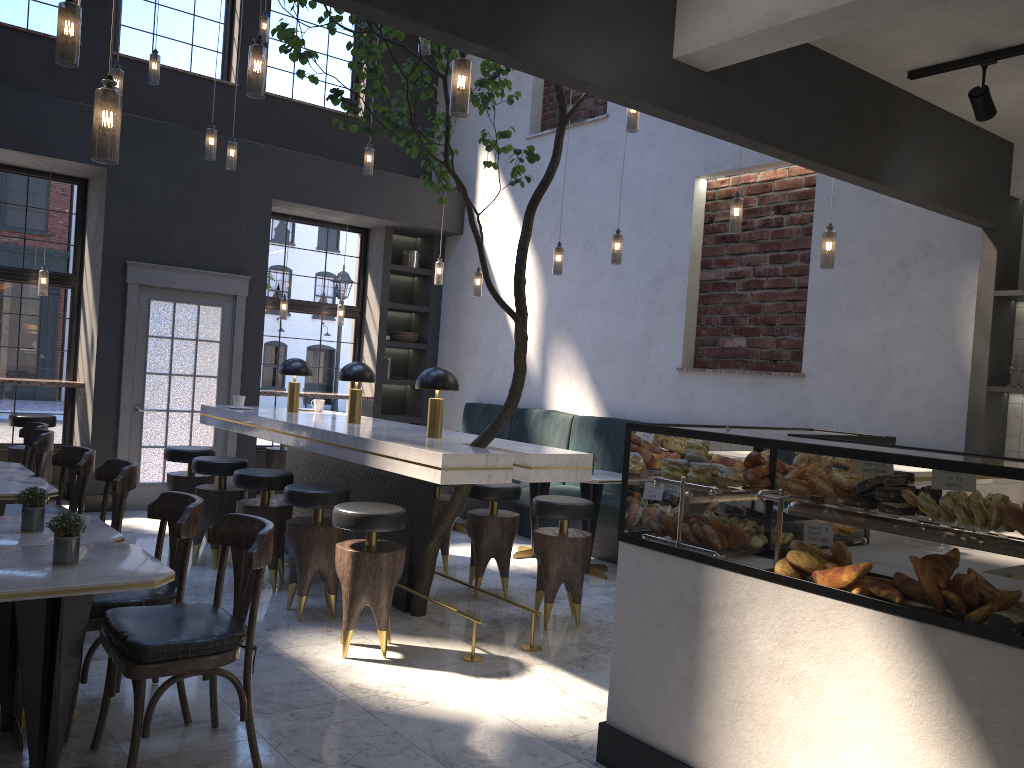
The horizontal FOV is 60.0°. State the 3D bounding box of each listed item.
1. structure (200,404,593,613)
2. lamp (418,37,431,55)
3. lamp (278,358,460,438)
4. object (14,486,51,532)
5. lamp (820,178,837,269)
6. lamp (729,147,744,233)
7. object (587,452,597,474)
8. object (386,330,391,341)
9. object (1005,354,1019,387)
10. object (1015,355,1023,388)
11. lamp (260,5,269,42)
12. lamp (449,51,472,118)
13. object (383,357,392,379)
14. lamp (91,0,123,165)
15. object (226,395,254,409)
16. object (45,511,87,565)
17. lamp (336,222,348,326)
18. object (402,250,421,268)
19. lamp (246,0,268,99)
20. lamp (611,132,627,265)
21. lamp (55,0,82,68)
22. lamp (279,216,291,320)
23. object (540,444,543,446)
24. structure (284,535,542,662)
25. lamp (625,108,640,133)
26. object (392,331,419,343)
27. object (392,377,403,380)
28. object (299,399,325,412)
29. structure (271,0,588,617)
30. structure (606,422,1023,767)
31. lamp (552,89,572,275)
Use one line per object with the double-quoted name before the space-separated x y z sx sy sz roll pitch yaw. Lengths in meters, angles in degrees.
"structure" -1.044 0.796 5.946 0.990 1.050 3.488 3 1 -38
"lamp" -0.406 -4.123 5.525 0.078 4.106 0.078 5 1 37
"lamp" 0.772 -1.208 2.703 8.832 3.257 4.183 4 1 35
"object" -1.774 0.459 3.284 0.122 0.165 0.118 4 1 30
"lamp" 2.011 -2.732 5.221 0.078 4.106 0.078 5 1 37
"lamp" 1.603 -3.042 5.769 0.078 4.106 0.078 5 1 37
"object" 0.580 0.595 6.678 0.122 0.165 0.118 4 1 30
"object" -1.436 -0.549 10.058 0.117 0.119 0.116 4 1 29
"object" 2.877 -0.078 5.106 0.070 0.188 0.070 5 1 44
"object" 2.963 -0.073 5.173 0.070 0.188 0.070 5 1 44
"lamp" -2.140 -5.201 8.113 0.078 4.106 0.078 5 1 37
"lamp" -0.069 -3.126 3.521 0.078 4.106 0.078 4 1 -8
"object" -1.415 -0.183 10.043 0.098 0.248 0.098 4 1 2
"lamp" -1.129 -2.742 2.732 0.078 4.106 0.078 5 1 37
"object" -2.088 0.140 6.807 0.176 0.098 0.204 4 1 -33
"object" -1.419 0.488 2.825 0.122 0.165 0.118 4 1 30
"lamp" -1.834 -1.356 9.698 0.078 1.429 0.078 4 1 -8
"object" -1.161 -1.432 10.254 0.214 0.215 0.213 4 1 -28
"lamp" -0.993 -3.321 3.890 0.078 4.106 0.078 4 1 -8
"lamp" 0.925 -2.951 6.637 0.078 4.106 0.078 4 1 15
"lamp" -1.514 -3.238 3.264 0.078 4.106 0.078 5 1 37
"lamp" -2.352 -1.389 9.295 0.078 1.429 0.078 4 1 15
"object" 0.225 0.566 7.137 0.122 0.165 0.118 4 1 30
"structure" -1.074 1.215 5.953 0.496 0.210 3.497 4 1 -38
"lamp" 0.833 -3.502 5.066 0.078 4.106 0.078 4 1 -8
"object" -1.232 -0.538 10.246 0.305 0.124 0.304 4 1 -17
"object" -1.299 -0.064 10.106 0.130 0.026 0.130 4 1 35
"object" -1.631 0.169 7.203 0.301 0.097 0.176 5 1 43
"structure" -0.255 -1.613 5.149 3.744 5.989 2.806 4 1 6
"structure" 3.421 1.017 2.058 3.206 1.300 5.803 4 1 -38
"lamp" 0.512 -2.937 7.169 0.078 4.106 0.078 4 1 15
